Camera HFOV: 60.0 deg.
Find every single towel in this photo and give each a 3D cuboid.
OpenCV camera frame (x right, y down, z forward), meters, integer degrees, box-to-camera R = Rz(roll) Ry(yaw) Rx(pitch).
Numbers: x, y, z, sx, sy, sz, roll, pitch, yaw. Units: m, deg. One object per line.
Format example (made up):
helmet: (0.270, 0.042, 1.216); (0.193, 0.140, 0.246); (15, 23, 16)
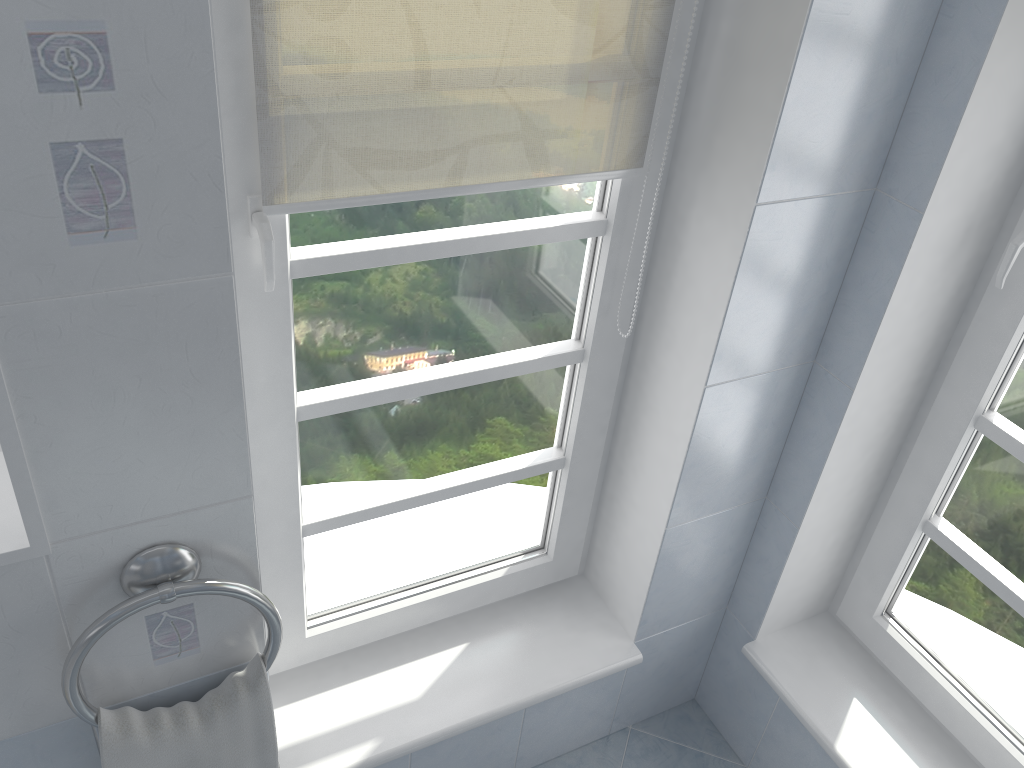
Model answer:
towel: (-0.490, 0.684, 1.434); (0.280, 0.635, 0.083); (-12, 39, -25)

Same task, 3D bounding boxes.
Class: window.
window: (1.040, -0.063, 1.089); (0.142, 2.067, 0.963); (-12, 39, -25)
window: (-0.066, -0.335, 1.281); (0.758, 2.067, 0.142); (-12, 39, -25)

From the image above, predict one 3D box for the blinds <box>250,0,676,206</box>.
blinds: (0.003, -0.684, 0.972); (0.598, 1.032, 0.046); (-12, 39, -25)

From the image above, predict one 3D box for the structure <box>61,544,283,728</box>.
structure: (-0.466, 0.358, 1.227); (0.291, 0.332, 0.051); (-12, 39, -25)
